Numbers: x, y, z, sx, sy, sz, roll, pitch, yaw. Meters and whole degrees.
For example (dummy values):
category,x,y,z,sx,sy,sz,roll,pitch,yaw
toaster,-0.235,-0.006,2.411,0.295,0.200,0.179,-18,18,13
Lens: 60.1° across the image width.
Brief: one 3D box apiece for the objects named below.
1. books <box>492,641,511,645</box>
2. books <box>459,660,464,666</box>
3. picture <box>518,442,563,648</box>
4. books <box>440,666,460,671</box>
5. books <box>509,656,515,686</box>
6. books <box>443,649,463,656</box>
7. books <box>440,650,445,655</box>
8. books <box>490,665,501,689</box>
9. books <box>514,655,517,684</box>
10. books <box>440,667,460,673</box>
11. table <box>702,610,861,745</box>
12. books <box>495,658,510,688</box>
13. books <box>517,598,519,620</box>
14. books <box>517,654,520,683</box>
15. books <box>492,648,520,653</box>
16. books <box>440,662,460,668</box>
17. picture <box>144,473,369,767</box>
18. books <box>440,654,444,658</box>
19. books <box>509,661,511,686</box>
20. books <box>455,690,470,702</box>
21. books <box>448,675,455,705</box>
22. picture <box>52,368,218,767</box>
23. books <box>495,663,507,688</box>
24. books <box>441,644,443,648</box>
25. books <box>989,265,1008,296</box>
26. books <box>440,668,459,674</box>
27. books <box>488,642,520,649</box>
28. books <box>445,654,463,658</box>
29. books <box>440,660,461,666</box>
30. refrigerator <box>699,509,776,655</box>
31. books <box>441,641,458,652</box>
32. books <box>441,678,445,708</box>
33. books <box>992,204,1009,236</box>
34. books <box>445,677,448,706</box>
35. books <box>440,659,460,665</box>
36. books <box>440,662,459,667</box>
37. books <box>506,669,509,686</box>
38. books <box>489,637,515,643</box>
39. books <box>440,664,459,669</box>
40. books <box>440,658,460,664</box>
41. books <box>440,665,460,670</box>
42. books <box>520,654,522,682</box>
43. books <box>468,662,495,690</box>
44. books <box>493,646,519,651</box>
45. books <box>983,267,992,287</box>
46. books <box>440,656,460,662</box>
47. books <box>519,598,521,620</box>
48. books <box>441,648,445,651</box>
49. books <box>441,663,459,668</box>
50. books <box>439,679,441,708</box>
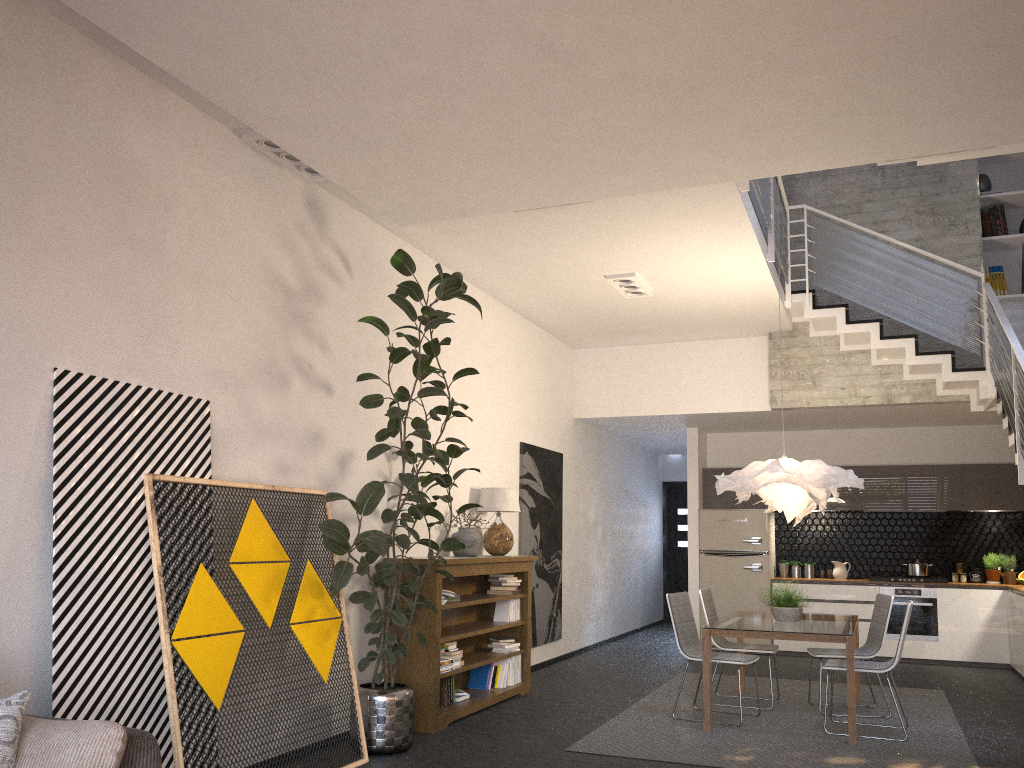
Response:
category,x,y,z,sx,sy,sz,roll,pitch,yaw
books,-0.086,2.188,7.501,0.155,0.022,0.207,0,-10,2
books,-0.506,2.090,6.636,0.243,0.033,0.181,-4,-11,24
picture,0.309,1.676,9.210,0.033,2.014,1.241,-2,-8,22
books,-0.542,2.039,6.364,0.219,0.008,0.306,-4,-11,26
books,-0.063,2.426,7.511,0.175,0.241,0.024,-2,-8,22
books,-0.508,2.014,6.656,0.225,0.029,0.180,-4,-11,25
books,-0.599,1.952,6.424,0.175,0.023,0.251,-1,-10,8
books,-0.183,2.425,7.332,0.146,0.182,0.148,-3,-9,25
books,-0.040,2.440,7.592,0.175,0.242,0.019,-2,-8,22
books,-0.542,2.046,6.361,0.219,0.007,0.307,-4,-11,26
table,2.137,2.194,6.846,0.998,0.709,1.812,-3,-10,22
books,-0.117,2.409,7.403,0.175,0.233,0.101,-2,-8,22
books,-0.001,1.964,7.735,0.136,0.187,0.018,-2,-8,22
books,-0.015,2.452,7.658,0.175,0.241,0.024,-2,-8,22
books,-0.052,2.252,7.490,0.155,0.020,0.206,-5,-12,32
books,-0.544,2.016,6.376,0.219,0.006,0.306,-4,-11,26
picture,-1.292,1.326,4.696,0.387,1.594,1.507,-2,-9,22
books,-0.599,1.975,6.421,0.175,0.023,0.251,0,-10,3
books,-0.081,2.441,7.493,0.155,0.204,0.021,-2,-8,22
books,-0.441,2.384,6.765,0.270,0.049,0.260,5,-11,-22
books,-0.520,2.263,6.607,0.167,0.240,0.104,-2,-8,22
picture,-1.701,0.999,4.073,0.208,2.005,0.964,-2,-8,22
books,-0.134,2.422,7.365,0.155,0.193,0.105,-2,-8,22
books,-0.613,1.914,6.439,0.193,0.028,0.247,0,-10,2
books,4.990,-0.997,9.101,0.171,0.371,0.274,-2,-8,22
books,-0.542,2.053,6.362,0.219,0.008,0.307,-3,-11,22
books,-0.069,2.213,7.507,0.175,0.023,0.244,-5,-12,32
books,-0.519,2.040,6.653,0.243,0.023,0.176,-5,-11,29
books,-0.539,2.004,6.375,0.219,0.007,0.306,-4,-11,25
refrigerator,2.779,2.410,10.904,0.829,1.700,0.774,-2,-8,22
books,-0.526,1.966,6.663,0.217,0.068,0.159,-5,-11,32
books,-0.580,2.250,6.490,0.171,0.223,0.083,-2,-8,22
books,5.044,-1.628,9.158,0.134,0.380,0.274,-2,-8,22
books,-0.558,2.252,6.546,0.171,0.239,0.085,-2,-8,22
books,-0.541,1.997,6.377,0.219,0.007,0.306,-4,-11,25
books,-0.542,2.011,6.372,0.219,0.008,0.290,-4,-11,26
books,-0.110,2.420,7.479,0.175,0.241,0.024,-2,-8,22
books,-0.087,2.167,7.511,0.147,0.023,0.222,6,-11,-26
books,-0.546,2.026,6.367,0.219,0.008,0.290,-4,-11,28
books,-0.545,1.990,6.380,0.219,0.007,0.306,-4,-11,26
books,-0.541,2.031,6.363,0.219,0.013,0.307,-4,-11,26
books,-0.001,2.457,7.686,0.175,0.242,0.040,-2,-8,22
books,-0.252,2.392,7.288,0.171,0.226,0.166,-2,-9,22
books,-0.049,2.234,7.497,0.174,0.019,0.245,-1,-10,12
books,4.869,-0.989,9.150,0.159,0.370,0.274,-2,-8,22
books,-0.543,1.982,6.382,0.219,0.013,0.307,-4,-11,26
books,0.009,1.968,7.757,0.135,0.188,0.031,-2,-8,22
books,-0.612,1.935,6.438,0.192,0.014,0.257,-1,-10,10
books,-0.547,2.020,6.368,0.219,0.008,0.290,-4,-11,28
books,-0.600,2.234,6.443,0.171,0.239,0.056,-2,-8,22
